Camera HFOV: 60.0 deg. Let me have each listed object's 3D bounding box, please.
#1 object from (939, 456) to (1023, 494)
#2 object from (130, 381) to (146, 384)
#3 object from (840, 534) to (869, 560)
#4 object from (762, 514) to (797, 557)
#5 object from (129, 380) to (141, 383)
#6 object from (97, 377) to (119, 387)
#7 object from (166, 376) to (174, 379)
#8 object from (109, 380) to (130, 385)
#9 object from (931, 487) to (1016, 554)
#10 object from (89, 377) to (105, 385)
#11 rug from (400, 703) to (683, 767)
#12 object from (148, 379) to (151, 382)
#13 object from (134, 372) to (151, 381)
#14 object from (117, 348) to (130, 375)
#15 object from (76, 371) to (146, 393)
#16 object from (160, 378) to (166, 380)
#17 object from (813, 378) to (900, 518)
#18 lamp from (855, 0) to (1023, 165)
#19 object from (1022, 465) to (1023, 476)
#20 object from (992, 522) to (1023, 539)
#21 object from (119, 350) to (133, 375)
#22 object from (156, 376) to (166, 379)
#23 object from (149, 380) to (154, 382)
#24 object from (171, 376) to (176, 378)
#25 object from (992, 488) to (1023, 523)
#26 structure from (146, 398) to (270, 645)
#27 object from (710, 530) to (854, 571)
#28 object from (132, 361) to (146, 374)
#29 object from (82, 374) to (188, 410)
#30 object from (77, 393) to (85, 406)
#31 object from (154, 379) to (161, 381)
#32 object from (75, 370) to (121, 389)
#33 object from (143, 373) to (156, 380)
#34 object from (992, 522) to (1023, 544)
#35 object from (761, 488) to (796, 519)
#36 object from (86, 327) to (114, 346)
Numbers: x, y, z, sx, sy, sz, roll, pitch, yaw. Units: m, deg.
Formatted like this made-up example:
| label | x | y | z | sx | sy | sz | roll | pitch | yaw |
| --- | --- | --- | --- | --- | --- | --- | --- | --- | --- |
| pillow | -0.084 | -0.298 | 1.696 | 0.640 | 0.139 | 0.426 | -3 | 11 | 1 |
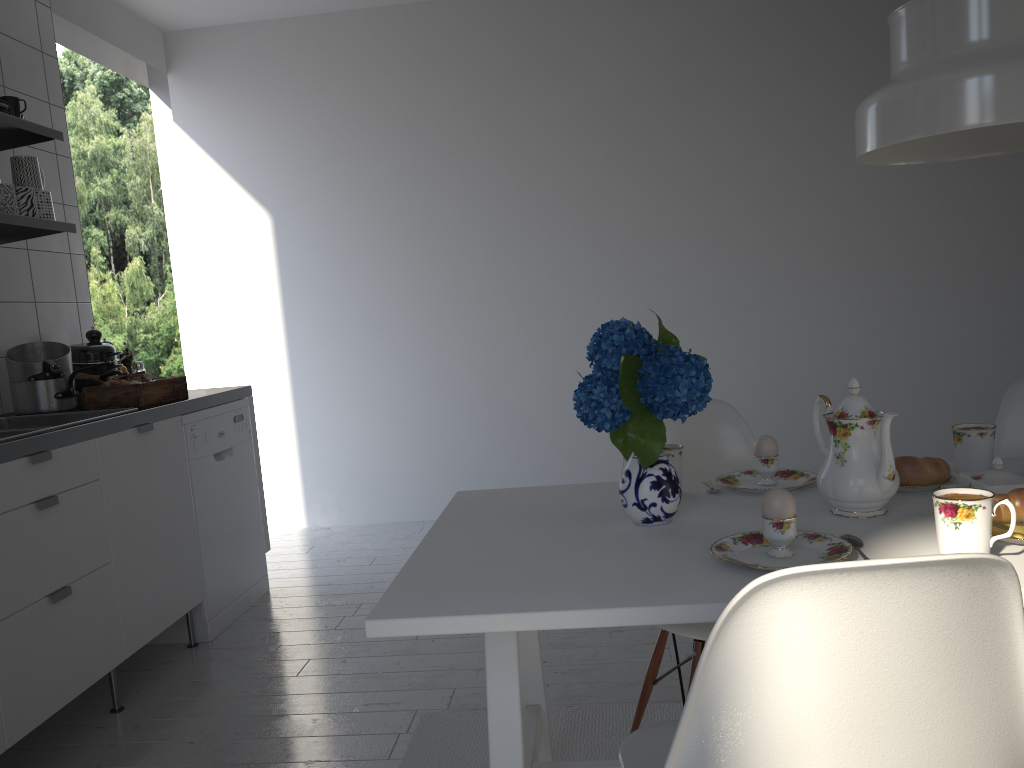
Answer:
| label | x | y | z | sx | sy | sz | roll | pitch | yaw |
| --- | --- | --- | --- | --- | --- | --- | --- | --- | --- |
| object | 0.808 | 0.161 | 1.473 | 0.140 | 0.084 | 0.186 | -4 | 5 | 6 |
| object | -1.246 | 0.014 | 2.946 | 0.048 | 0.048 | 0.049 | -3 | 6 | 16 |
| object | 0.498 | 0.239 | 1.275 | 0.032 | 0.011 | 0.139 | -4 | 5 | 9 |
| object | 0.389 | 0.218 | 1.285 | 0.048 | 0.058 | 0.048 | -10 | 8 | -43 |
| object | -1.250 | 0.018 | 3.065 | 0.030 | 0.085 | 0.219 | -1 | 6 | 31 |
| object | -1.361 | 0.027 | 2.991 | 0.084 | 0.099 | 0.117 | -5 | 6 | -1 |
| object | -1.218 | 0.002 | 3.160 | 0.042 | 0.062 | 0.069 | 0 | 7 | 36 |
| object | -1.259 | 0.020 | 2.999 | 0.030 | 0.094 | 0.216 | -1 | 6 | 31 |
| object | 0.617 | 0.194 | 1.198 | 0.091 | 0.096 | 0.078 | -4 | 6 | 4 |
| object | -1.388 | 0.016 | 3.086 | 0.048 | 0.107 | 0.265 | -4 | 5 | 2 |
| rug | 0.844 | 0.862 | 1.551 | 2.310 | 0.004 | 1.420 | -4 | 5 | 6 |
| object | -1.268 | 0.007 | 3.114 | 0.034 | 0.052 | 0.054 | -6 | 6 | -8 |
| object | -1.359 | 0.015 | 3.136 | 0.050 | 0.095 | 0.270 | -3 | 5 | 10 |
| object | -1.526 | -0.044 | 3.464 | 0.058 | 0.193 | 0.080 | -5 | 7 | -5 |
| object | -1.511 | 0.006 | 3.225 | 0.242 | 0.082 | 0.347 | -9 | 7 | -43 |
| object | -1.246 | 0.002 | 3.158 | 0.069 | 0.050 | 0.053 | -8 | 7 | -32 |
| object | 0.579 | 0.103 | 1.502 | 0.140 | 0.231 | 0.148 | -2 | 7 | 24 |
| lamp | 0.691 | -1.037 | 1.322 | 0.373 | 1.329 | 0.372 | 0 | 8 | 37 |
| object | 0.932 | 0.135 | 1.552 | 0.065 | 0.102 | 0.069 | -4 | 6 | 6 |
| object | 0.723 | 0.209 | 1.284 | 0.109 | 0.036 | 0.070 | -8 | 6 | -36 |
| object | -1.538 | -0.046 | 3.546 | 0.058 | 0.185 | 0.058 | 0 | 8 | 34 |
| object | -1.254 | 0.005 | 3.179 | 0.069 | 0.064 | 0.039 | -9 | 8 | -36 |
| object | -1.233 | 0.008 | 3.038 | 0.049 | 0.043 | 0.050 | -9 | 7 | -35 |
| object | -1.212 | 0.004 | 3.162 | 0.043 | 0.060 | 0.069 | -2 | 6 | 23 |
| object | 0.771 | 0.184 | 1.293 | 0.123 | 0.058 | 0.160 | -8 | 6 | -29 |
| structure | -1.296 | 0.493 | 3.325 | 0.508 | 0.795 | 0.571 | -4 | 6 | 6 |
| object | 0.391 | 0.245 | 1.288 | 0.201 | 0.016 | 0.200 | -4 | 5 | 11 |
| object | -1.473 | -0.023 | 3.508 | 0.069 | 0.136 | 0.069 | -6 | 7 | -14 |
| object | -1.298 | 0.017 | 3.069 | 0.211 | 0.101 | 0.299 | -4 | 5 | 8 |
| object | -1.532 | 0.044 | 3.211 | 0.232 | 0.061 | 0.350 | -6 | 5 | -16 |
| object | -1.225 | -0.002 | 3.106 | 0.053 | 0.030 | 0.054 | -5 | 5 | 0 |
| object | -1.511 | -0.009 | 3.236 | 0.356 | 0.081 | 0.245 | -4 | 5 | 13 |
| object | -1.310 | -0.011 | 3.184 | 0.053 | 0.058 | 0.050 | -5 | 6 | -1 |
| object | 0.756 | 0.214 | 1.296 | 0.157 | 0.016 | 0.157 | -7 | 5 | -24 |
| object | 0.385 | 0.181 | 1.281 | 0.048 | 0.063 | 0.048 | -4 | 6 | 10 |
| object | -1.609 | -0.085 | 3.485 | 0.061 | 0.284 | 0.123 | -3 | 7 | 11 |
